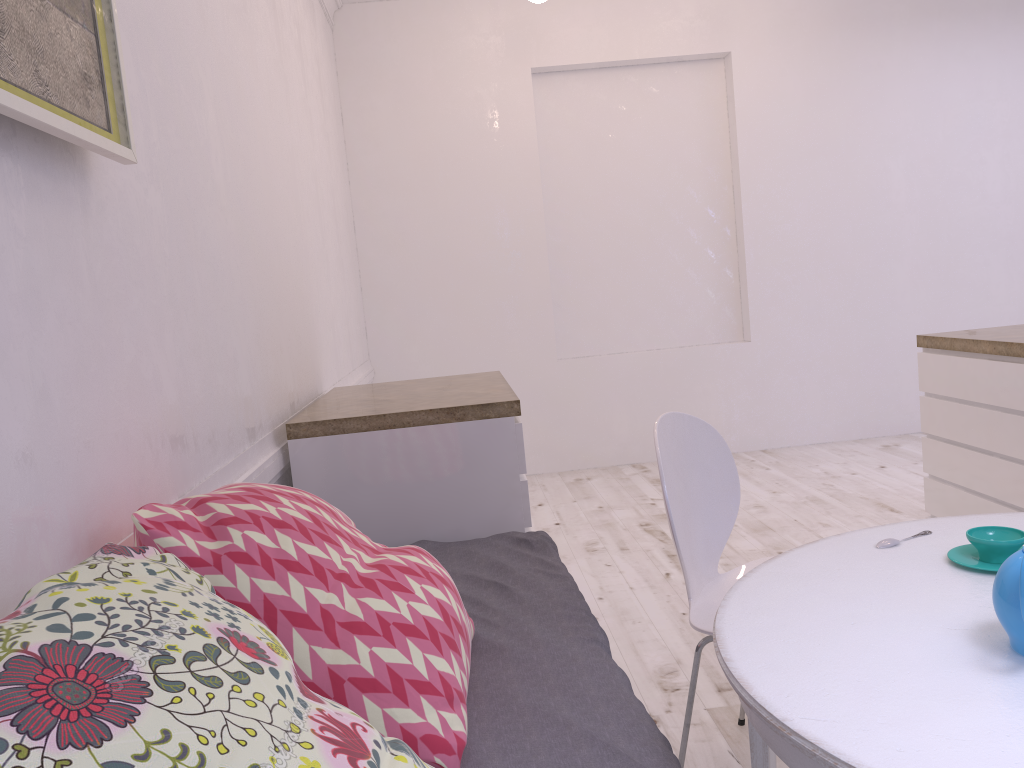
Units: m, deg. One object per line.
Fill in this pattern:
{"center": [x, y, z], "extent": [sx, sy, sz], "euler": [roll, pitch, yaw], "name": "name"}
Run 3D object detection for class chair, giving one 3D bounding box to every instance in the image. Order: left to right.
{"center": [0.584, 0.476, 1.897], "extent": [0.483, 0.845, 0.604], "euler": [-2, 7, 31], "name": "chair"}

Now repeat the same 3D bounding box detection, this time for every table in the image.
{"center": [0.876, 0.627, 1.195], "extent": [1.140, 0.629, 1.140], "euler": [-3, 6, 25], "name": "table"}

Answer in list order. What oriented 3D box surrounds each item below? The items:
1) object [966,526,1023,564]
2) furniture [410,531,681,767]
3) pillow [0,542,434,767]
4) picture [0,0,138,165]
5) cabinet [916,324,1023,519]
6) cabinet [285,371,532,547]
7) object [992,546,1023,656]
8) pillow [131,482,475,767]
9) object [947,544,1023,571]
{"center": [0.791, 0.265, 1.447], "extent": [0.088, 0.043, 0.088], "euler": [-5, 6, 4], "name": "object"}
{"center": [-0.089, 0.816, 0.854], "extent": [0.769, 0.508, 3.296], "euler": [-6, 6, -3], "name": "furniture"}
{"center": [-0.278, 0.405, 0.770], "extent": [0.509, 0.447, 0.592], "euler": [-5, 6, 2], "name": "pillow"}
{"center": [-0.591, -0.609, 0.872], "extent": [0.020, 0.629, 0.971], "euler": [-6, 6, -3], "name": "picture"}
{"center": [1.918, 0.256, 2.801], "extent": [0.654, 0.842, 1.167], "euler": [-6, 6, -3], "name": "cabinet"}
{"center": [-0.298, 0.446, 3.029], "extent": [0.654, 0.842, 1.036], "euler": [-6, 6, -3], "name": "cabinet"}
{"center": [0.675, 0.260, 1.107], "extent": [0.156, 0.151, 0.150], "euler": [-5, 6, 0], "name": "object"}
{"center": [-0.322, 0.344, 1.450], "extent": [0.491, 0.424, 0.587], "euler": [-6, 6, -1], "name": "pillow"}
{"center": [0.793, 0.285, 1.449], "extent": [0.147, 0.011, 0.147], "euler": [-6, 6, -1], "name": "object"}
